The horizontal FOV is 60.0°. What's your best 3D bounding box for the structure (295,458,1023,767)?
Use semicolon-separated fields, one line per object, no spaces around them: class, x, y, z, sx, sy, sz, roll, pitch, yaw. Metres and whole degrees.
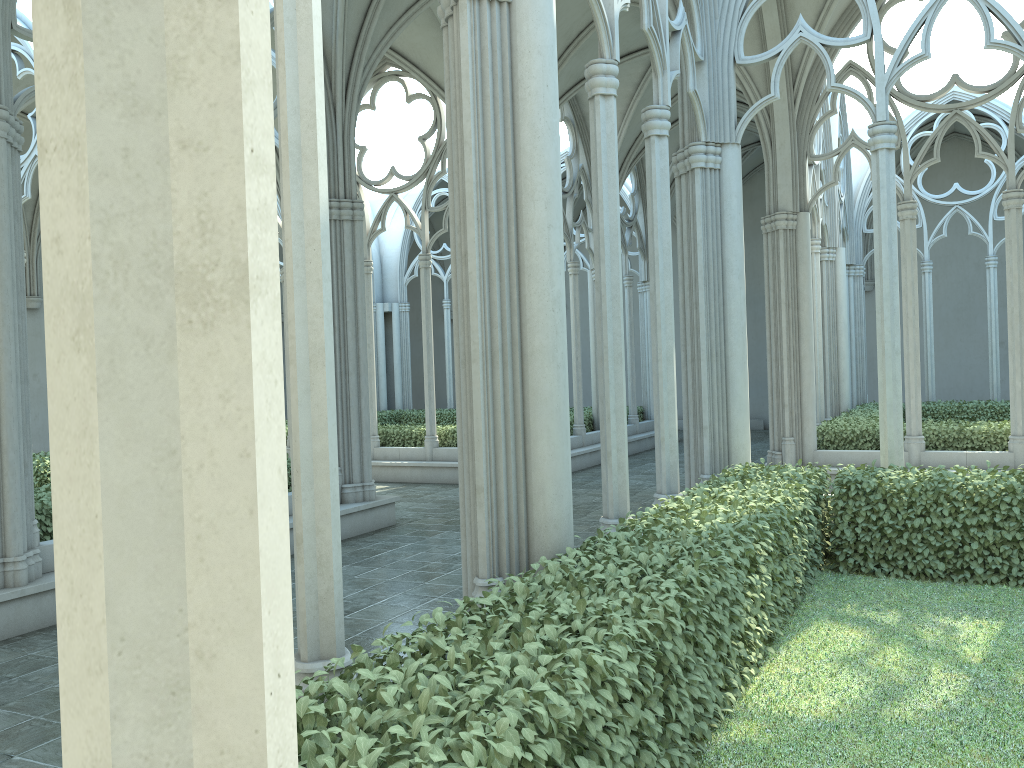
structure;3.965;1.173;3.378;7.995;0.963;8.018;-2;1;27

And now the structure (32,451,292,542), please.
structure;-7.710;1.514;9.258;7.995;0.963;8.018;-2;1;27

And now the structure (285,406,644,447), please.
structure;-1.849;1.178;20.930;7.995;0.963;8.018;-2;1;27

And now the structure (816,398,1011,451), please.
structure;9.835;0.836;15.045;7.995;0.963;8.018;-2;1;27
